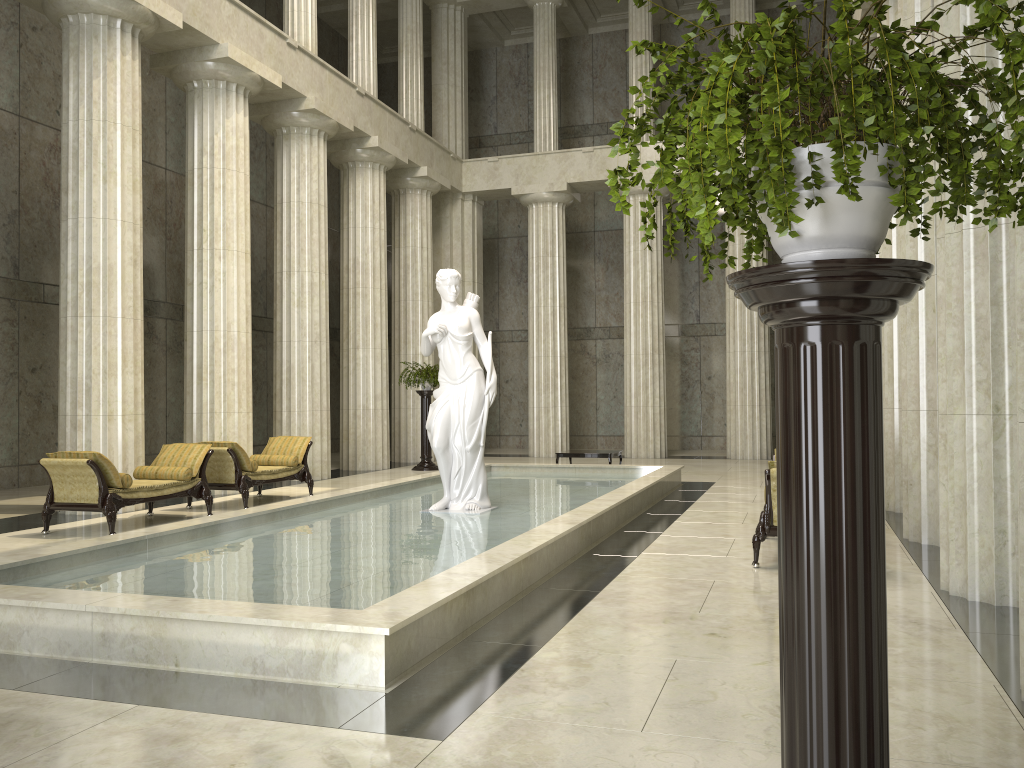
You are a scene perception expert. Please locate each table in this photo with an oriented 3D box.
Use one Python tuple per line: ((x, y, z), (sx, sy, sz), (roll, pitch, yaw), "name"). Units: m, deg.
((1.480, 1.534, 16.875), (1.134, 0.494, 1.123), (-1, -1, 17), "table")

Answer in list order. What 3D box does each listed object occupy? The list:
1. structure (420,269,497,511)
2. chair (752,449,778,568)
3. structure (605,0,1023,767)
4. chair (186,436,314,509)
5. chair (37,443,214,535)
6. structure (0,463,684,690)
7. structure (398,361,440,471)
((-0.635, 0.142, 10.480), (0.940, 3.044, 0.729), (-1, -1, 13), "structure")
((2.795, 1.110, 8.299), (0.993, 0.950, 2.172), (-1, -1, 18), "chair")
((0.734, 0.275, 1.992), (1.053, 2.386, 1.159), (1, -2, -42), "structure")
((-3.810, 1.274, 13.055), (0.993, 0.950, 2.172), (-1, -1, 18), "chair")
((-4.577, 1.231, 10.710), (0.993, 0.950, 2.172), (-1, -1, 18), "chair")
((-0.589, 1.595, 10.466), (3.754, 0.508, 11.573), (-1, -1, 18), "structure")
((-1.867, 0.671, 19.294), (1.159, 2.386, 1.053), (-1, -1, 13), "structure")
